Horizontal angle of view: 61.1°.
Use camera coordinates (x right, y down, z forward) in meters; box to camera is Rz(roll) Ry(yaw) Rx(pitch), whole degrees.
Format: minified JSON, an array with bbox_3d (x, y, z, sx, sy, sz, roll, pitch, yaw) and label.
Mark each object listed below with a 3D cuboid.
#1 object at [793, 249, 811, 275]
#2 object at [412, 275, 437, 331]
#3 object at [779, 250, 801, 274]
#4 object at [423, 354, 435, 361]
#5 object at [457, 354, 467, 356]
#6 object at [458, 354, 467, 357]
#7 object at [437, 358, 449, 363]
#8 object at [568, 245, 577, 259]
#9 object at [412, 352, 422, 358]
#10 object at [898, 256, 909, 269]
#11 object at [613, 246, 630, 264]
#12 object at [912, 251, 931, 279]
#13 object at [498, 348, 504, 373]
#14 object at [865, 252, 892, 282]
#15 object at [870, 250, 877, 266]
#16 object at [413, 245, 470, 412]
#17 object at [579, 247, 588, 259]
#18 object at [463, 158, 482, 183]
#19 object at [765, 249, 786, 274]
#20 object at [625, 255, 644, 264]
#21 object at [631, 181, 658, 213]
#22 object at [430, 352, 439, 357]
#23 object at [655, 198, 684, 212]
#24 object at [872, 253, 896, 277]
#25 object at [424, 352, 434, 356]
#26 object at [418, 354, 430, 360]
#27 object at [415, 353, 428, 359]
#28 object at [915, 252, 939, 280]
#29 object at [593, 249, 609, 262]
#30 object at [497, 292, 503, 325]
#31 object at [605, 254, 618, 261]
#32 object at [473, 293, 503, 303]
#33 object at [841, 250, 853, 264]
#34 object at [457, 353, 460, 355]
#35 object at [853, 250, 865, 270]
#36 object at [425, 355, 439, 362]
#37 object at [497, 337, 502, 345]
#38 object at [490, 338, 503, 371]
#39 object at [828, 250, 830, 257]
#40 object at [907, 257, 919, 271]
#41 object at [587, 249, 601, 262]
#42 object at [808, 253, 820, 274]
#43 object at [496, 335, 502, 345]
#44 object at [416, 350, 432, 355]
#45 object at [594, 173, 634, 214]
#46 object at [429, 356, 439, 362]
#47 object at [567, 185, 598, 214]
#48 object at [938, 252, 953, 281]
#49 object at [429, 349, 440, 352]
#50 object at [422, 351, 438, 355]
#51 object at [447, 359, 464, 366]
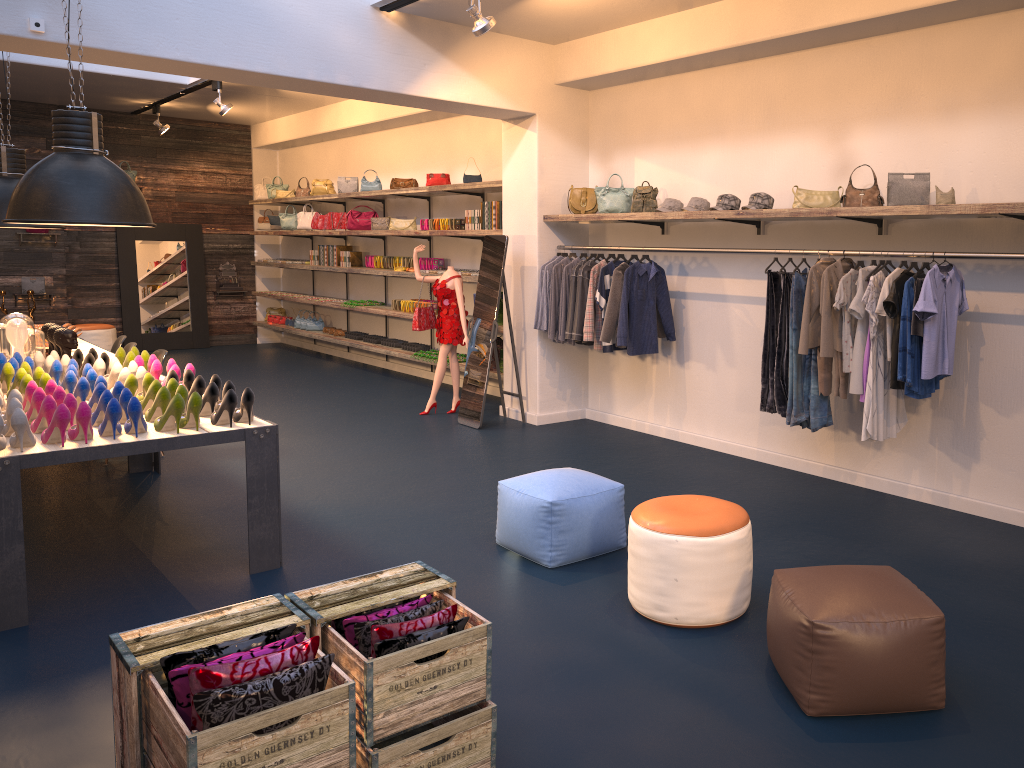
[{"bbox_3d":[2.031,-0.848,6.037,0.253,0.176,0.013,-5,8,-39],"label":"object"},{"bbox_3d":[-0.866,-0.812,8.639,0.084,0.550,0.342,3,7,30],"label":"object"},{"bbox_3d":[1.964,-0.863,6.124,0.253,0.176,0.013,-5,8,-39],"label":"object"},{"bbox_3d":[-0.927,-0.304,9.906,0.255,0.057,0.077,-7,11,-42],"label":"object"},{"bbox_3d":[-0.633,-0.328,9.916,0.241,0.053,0.083,0,8,-9],"label":"object"},{"bbox_3d":[-0.543,-0.313,9.846,0.077,0.074,0.255,6,10,38],"label":"object"},{"bbox_3d":[-0.740,-0.259,9.639,0.255,0.057,0.077,-7,11,-42],"label":"object"},{"bbox_3d":[0.557,-1.159,7.951,0.468,0.218,0.009,-6,8,-39],"label":"object"},{"bbox_3d":[-1.087,-0.338,10.101,0.255,0.057,0.077,-7,11,-42],"label":"object"},{"bbox_3d":[2.466,-0.739,5.467,0.421,0.196,0.008,-6,8,-38],"label":"object"},{"bbox_3d":[0.938,-1.078,7.480,0.468,0.218,0.009,-6,8,-39],"label":"object"},{"bbox_3d":[2.552,-0.710,5.359,0.468,0.218,0.009,-5,8,-38],"label":"object"},{"bbox_3d":[0.006,-0.292,8.953,0.406,0.337,0.201,-4,7,-32],"label":"object"},{"bbox_3d":[2.381,-0.759,5.584,0.392,0.196,0.013,-6,8,-39],"label":"object"},{"bbox_3d":[2.343,-0.766,5.625,0.327,0.196,0.011,-5,8,-38],"label":"object"},{"bbox_3d":[-0.631,-0.532,8.547,0.698,1.654,0.370,4,6,28],"label":"object"},{"bbox_3d":[0.647,-1.139,7.833,0.468,0.218,0.009,-6,8,-39],"label":"object"},{"bbox_3d":[-0.415,-2.243,9.145,0.206,0.278,0.057,0,5,-10],"label":"object"},{"bbox_3d":[1.891,-0.879,6.219,0.253,0.176,0.013,-5,8,-39],"label":"object"},{"bbox_3d":[1.033,-1.052,7.339,0.468,0.218,0.009,-6,8,-39],"label":"object"},{"bbox_3d":[1.113,-1.591,7.420,0.260,0.282,0.352,-2,8,-20],"label":"object"},{"bbox_3d":[-0.832,-0.333,9.921,0.255,0.067,0.078,-4,9,-32],"label":"object"},{"bbox_3d":[1.289,-1.462,7.113,0.242,0.124,0.184,1,8,-3],"label":"object"},{"bbox_3d":[2.407,-0.764,5.550,0.392,0.176,0.013,-6,8,-39],"label":"object"},{"bbox_3d":[-0.909,-0.343,9.973,0.255,0.063,0.079,-4,9,-32],"label":"object"},{"bbox_3d":[-0.989,-0.315,9.962,0.255,0.057,0.077,-7,11,-42],"label":"object"},{"bbox_3d":[-1.028,-0.327,10.038,0.255,0.057,0.077,-7,11,-42],"label":"object"},{"bbox_3d":[2.580,-0.721,5.316,0.440,0.178,0.016,-5,8,-38],"label":"object"},{"bbox_3d":[0.781,-1.108,7.659,0.468,0.218,0.009,-6,8,-39],"label":"object"},{"bbox_3d":[-0.061,-0.785,8.920,0.373,0.354,0.150,-5,8,-38],"label":"object"},{"bbox_3d":[0.868,-1.093,7.568,0.468,0.218,0.009,-6,8,-39],"label":"object"},{"bbox_3d":[-0.229,-0.853,9.218,0.403,0.388,0.167,-3,6,-26],"label":"object"},{"bbox_3d":[2.214,-0.804,5.788,0.440,0.178,0.016,-5,7,-37],"label":"object"},{"bbox_3d":[-0.689,-0.348,10.036,0.079,0.067,0.254,5,10,31],"label":"object"},{"bbox_3d":[2.287,-0.769,5.704,0.468,0.218,0.009,-6,8,-39],"label":"object"},{"bbox_3d":[-0.887,-0.292,9.830,0.255,0.057,0.077,-7,11,-42],"label":"object"},{"bbox_3d":[-0.191,-0.337,9.210,0.406,0.337,0.201,-4,7,-32],"label":"object"},{"bbox_3d":[-0.109,-0.318,9.046,0.373,0.354,0.150,-5,8,-38],"label":"object"},{"bbox_3d":[2.148,-0.820,5.884,0.440,0.178,0.016,-5,7,-37],"label":"object"},{"bbox_3d":[2.506,-0.720,5.419,0.468,0.218,0.009,-5,7,-37],"label":"object"},{"bbox_3d":[0.726,-1.120,7.730,0.468,0.218,0.009,-6,8,-39],"label":"object"},{"bbox_3d":[2.104,-0.832,5.942,0.253,0.176,0.013,-5,8,-39],"label":"object"},{"bbox_3d":[-0.276,-0.386,9.344,0.403,0.388,0.167,-3,6,-26],"label":"object"},{"bbox_3d":[-1.011,-0.365,10.105,0.256,0.063,0.077,-5,9,-34],"label":"object"},{"bbox_3d":[0.913,-1.686,7.715,0.373,0.364,0.174,0,6,-4],"label":"object"},{"bbox_3d":[-0.839,-0.282,9.778,0.255,0.057,0.077,-7,11,-42],"label":"object"},{"bbox_3d":[0.673,-1.677,7.940,0.330,0.282,0.198,-1,6,-11],"label":"object"},{"bbox_3d":[2.624,-0.713,5.262,0.440,0.178,0.016,-5,8,-38],"label":"object"},{"bbox_3d":[-0.881,-0.384,10.239,0.241,0.053,0.083,0,8,-9],"label":"object"},{"bbox_3d":[-0.934,-0.355,10.054,0.255,0.067,0.077,-4,9,-32],"label":"object"},{"bbox_3d":[-0.638,-0.236,9.507,0.255,0.057,0.077,-7,11,-42],"label":"object"}]
